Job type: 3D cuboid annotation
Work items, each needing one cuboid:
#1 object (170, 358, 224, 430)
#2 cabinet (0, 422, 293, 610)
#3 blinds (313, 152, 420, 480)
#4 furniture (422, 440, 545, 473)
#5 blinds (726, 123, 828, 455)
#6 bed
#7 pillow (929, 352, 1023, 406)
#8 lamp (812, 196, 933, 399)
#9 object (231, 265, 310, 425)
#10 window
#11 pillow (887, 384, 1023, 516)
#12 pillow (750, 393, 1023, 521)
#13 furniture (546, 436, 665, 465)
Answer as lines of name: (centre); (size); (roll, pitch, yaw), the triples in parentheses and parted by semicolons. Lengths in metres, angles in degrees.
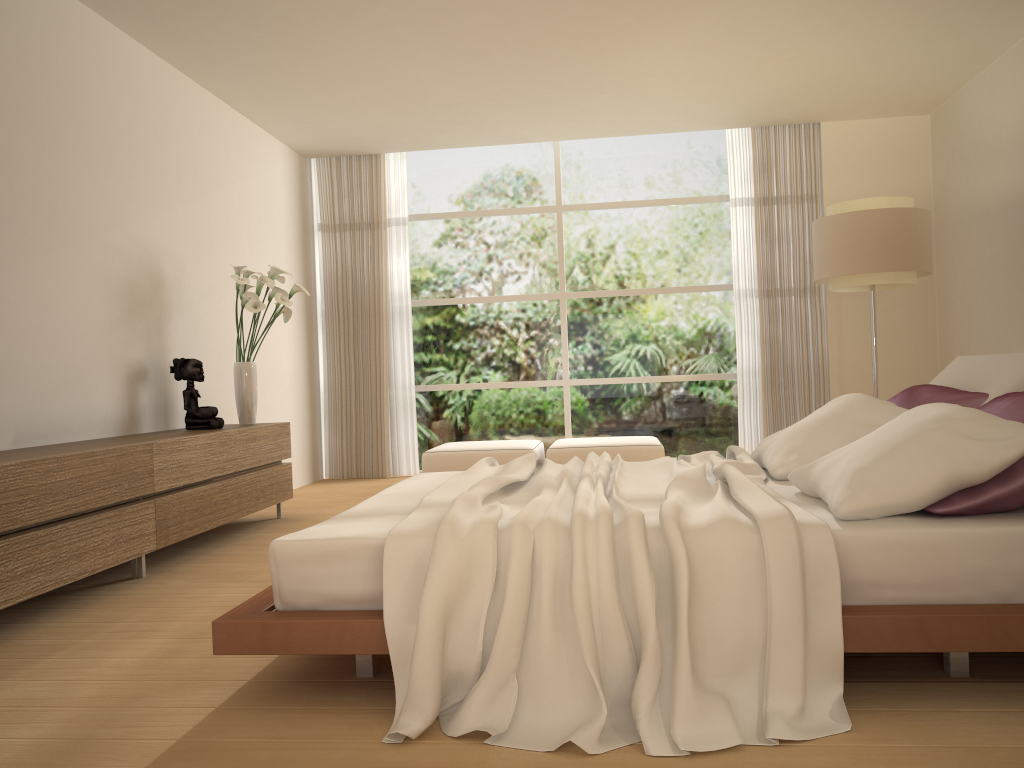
object: (-1.953, 0.059, 5.523); (0.282, 0.453, 0.181); (-2, 0, 7)
cabinet: (-2.039, 0.627, 4.379); (0.588, 0.662, 3.713); (-2, 0, 7)
blinds: (-1.428, -0.768, 8.562); (0.950, 3.352, 0.211); (-2, 0, 5)
furniture: (-0.223, 0.691, 7.722); (0.965, 0.346, 0.964); (-2, 0, 7)
blinds: (2.420, -0.920, 8.064); (0.814, 3.351, 0.202); (-2, 0, 6)
bed: (0.529, 0.577, 3.350); (2.535, 0.570, 2.599); (-2, 0, 7)
pillow: (1.868, 0.112, 3.248); (0.461, 0.457, 1.779); (-2, 0, 6)
lamp: (2.541, -0.246, 6.212); (0.817, 2.018, 0.817); (-3, 0, -40)
object: (-1.667, -0.274, 5.984); (0.515, 1.085, 0.608); (-3, 0, -35)
window: (0.491, -0.854, 8.598); (4.781, 3.371, 0.071); (-2, 0, 7)
pillow: (1.544, 0.197, 3.277); (0.575, 0.369, 1.683); (-2, 0, 7)
pillow: (1.275, 0.222, 3.301); (0.561, 0.339, 1.720); (-2, 0, 7)
furniture: (0.805, 0.651, 7.603); (0.965, 0.346, 0.964); (-2, 0, 7)
